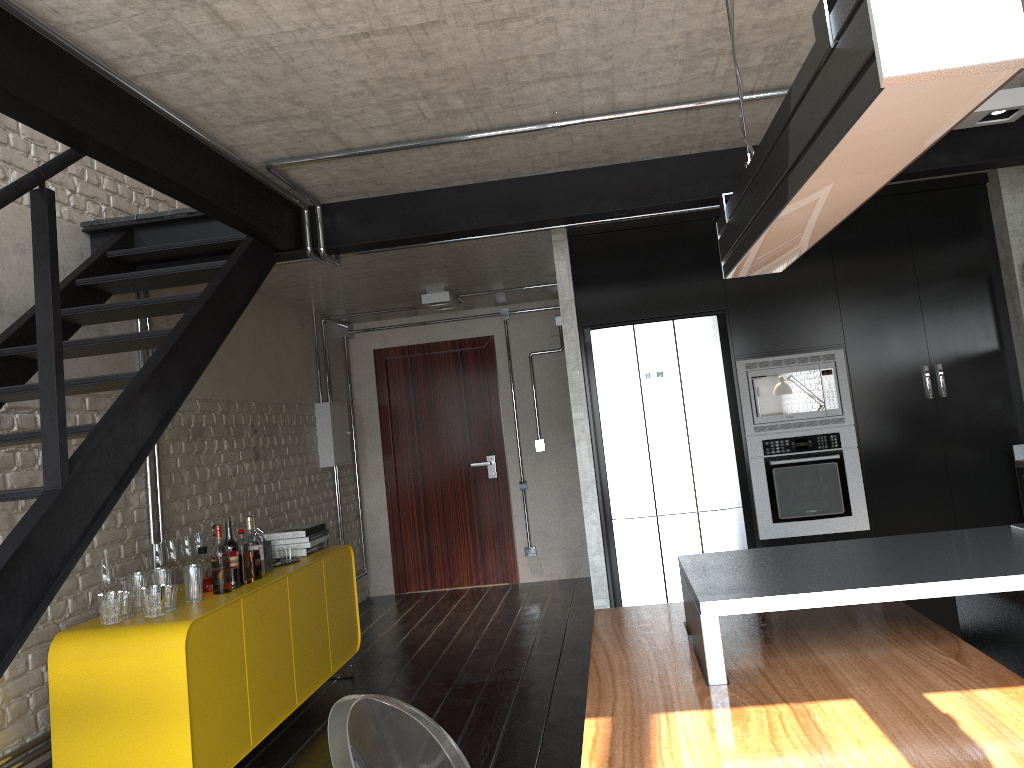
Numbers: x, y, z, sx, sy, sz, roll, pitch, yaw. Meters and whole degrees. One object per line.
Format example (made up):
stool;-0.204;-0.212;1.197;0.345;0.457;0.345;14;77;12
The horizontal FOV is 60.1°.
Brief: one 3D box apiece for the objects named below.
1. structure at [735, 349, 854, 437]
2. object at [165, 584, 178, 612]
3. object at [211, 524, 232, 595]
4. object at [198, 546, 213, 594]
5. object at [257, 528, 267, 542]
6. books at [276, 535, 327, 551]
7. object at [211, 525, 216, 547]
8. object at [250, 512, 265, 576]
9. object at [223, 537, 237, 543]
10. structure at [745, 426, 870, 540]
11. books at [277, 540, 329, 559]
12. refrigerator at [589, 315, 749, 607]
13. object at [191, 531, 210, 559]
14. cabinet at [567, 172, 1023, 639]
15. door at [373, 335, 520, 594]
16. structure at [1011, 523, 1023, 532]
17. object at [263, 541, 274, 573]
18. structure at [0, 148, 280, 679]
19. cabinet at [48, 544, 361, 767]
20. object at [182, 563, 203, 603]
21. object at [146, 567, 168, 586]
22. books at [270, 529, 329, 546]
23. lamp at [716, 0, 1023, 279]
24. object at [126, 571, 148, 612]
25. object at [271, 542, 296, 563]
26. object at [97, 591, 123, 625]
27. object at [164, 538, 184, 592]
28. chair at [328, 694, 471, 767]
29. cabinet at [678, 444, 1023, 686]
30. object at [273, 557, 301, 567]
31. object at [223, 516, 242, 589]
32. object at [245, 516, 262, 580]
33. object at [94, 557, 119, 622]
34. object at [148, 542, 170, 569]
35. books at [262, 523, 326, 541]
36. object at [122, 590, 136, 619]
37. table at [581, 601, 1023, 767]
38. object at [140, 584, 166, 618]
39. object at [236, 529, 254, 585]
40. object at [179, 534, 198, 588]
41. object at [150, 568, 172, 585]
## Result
structure;1.576;0.058;5.079;0.581;0.423;0.446;-7;-5;6
object;-1.428;0.889;3.666;0.092;0.100;0.092;-11;-7;43
object;-1.320;0.791;4.005;0.081;0.311;0.081;-6;-6;-2
object;-1.421;0.855;4.080;0.087;0.207;0.087;-10;-7;31
object;-1.393;0.870;4.831;0.119;0.241;0.119;-8;-6;22
books;-1.259;0.934;5.190;0.259;0.031;0.327;-6;-3;4
object;-1.400;0.817;4.211;0.114;0.294;0.114;-10;-7;34
object;-1.281;0.800;4.420;0.073;0.323;0.072;-6;-6;-3
object;-1.376;0.859;4.334;0.100;0.212;0.100;-8;-6;21
structure;1.626;0.544;5.006;0.581;0.561;0.482;-7;-5;6
books;-1.263;0.972;5.198;0.259;0.044;0.349;-7;-3;8
refrigerator;0.919;0.567;5.121;0.723;1.836;0.496;-7;-6;6
object;-1.567;0.869;4.451;0.093;0.246;0.092;-2;-7;-33
cabinet;1.622;0.207;5.093;2.318;2.491;0.550;-7;-6;6
door;-0.599;0.722;8.070;1.133;2.231;0.194;-7;-6;6
structure;1.821;0.354;2.292;0.811;0.026;0.499;-6;-3;6
object;-1.290;0.877;4.514;0.052;0.183;0.135;-12;-8;43
structure;0.447;-0.242;2.274;4.780;3.362;3.768;-7;-4;6
cabinet;-1.338;1.354;4.382;0.548;0.774;2.190;-7;-3;6
object;-1.379;0.863;3.830;0.087;0.156;0.087;-8;-6;18
object;-1.539;0.882;3.849;0.087;0.156;0.087;-8;-6;18
books;-1.273;0.905;5.206;0.287;0.031;0.349;-6;-3;6
lamp;0.386;-0.683;1.327;0.125;0.896;1.083;-7;-4;6
object;-1.591;0.883;3.765;0.087;0.156;0.087;-8;-6;18
object;-1.267;0.923;4.874;0.228;0.108;0.099;-8;-5;33
object;-1.588;0.888;3.505;0.096;0.120;0.095;-3;-6;-32
object;-1.604;0.861;4.198;0.093;0.246;0.092;-2;-7;-33
chair;0.035;0.975;1.386;0.588;0.946;0.538;-8;-6;16
cabinet;1.829;0.837;3.229;2.429;1.011;2.733;-6;-3;6
object;-1.301;0.975;4.811;0.300;0.012;0.298;-5;-3;-14
object;-1.310;0.783;4.118;0.080;0.331;0.079;-6;-6;-3
object;-1.277;0.803;4.332;0.081;0.309;0.081;-6;-6;0
object;-1.658;0.839;3.624;0.092;0.246;0.092;-5;-6;-11
object;-1.624;0.857;4.076;0.093;0.246;0.092;-2;-7;-33
books;-1.274;0.869;5.197;0.258;0.038;0.324;-7;-3;8
object;-1.581;0.903;3.610;0.092;0.100;0.092;-11;-7;43
table;0.627;1.025;1.579;0.927;0.737;2.661;-7;-3;6
object;-1.441;0.875;3.561;0.095;0.120;0.095;-8;-5;23
object;-1.281;0.822;4.213;0.067;0.259;0.099;-7;-6;11
object;-1.581;0.864;4.328;0.093;0.246;0.092;-2;-7;-33
object;-1.487;0.872;3.767;0.087;0.156;0.087;-8;-6;18
